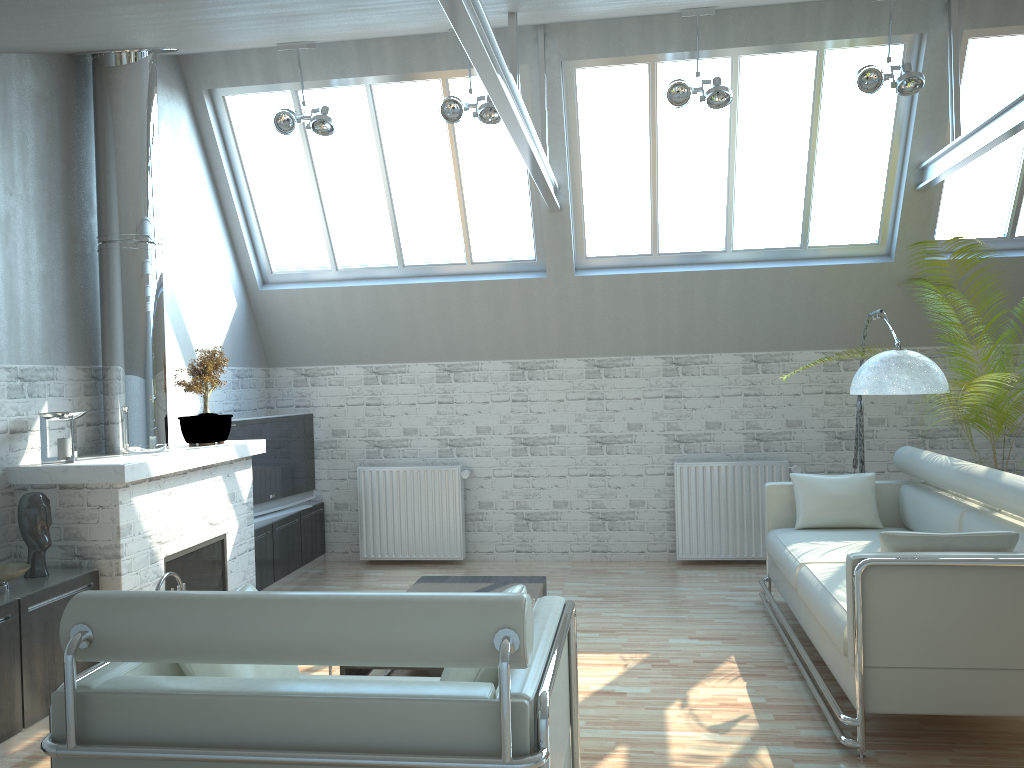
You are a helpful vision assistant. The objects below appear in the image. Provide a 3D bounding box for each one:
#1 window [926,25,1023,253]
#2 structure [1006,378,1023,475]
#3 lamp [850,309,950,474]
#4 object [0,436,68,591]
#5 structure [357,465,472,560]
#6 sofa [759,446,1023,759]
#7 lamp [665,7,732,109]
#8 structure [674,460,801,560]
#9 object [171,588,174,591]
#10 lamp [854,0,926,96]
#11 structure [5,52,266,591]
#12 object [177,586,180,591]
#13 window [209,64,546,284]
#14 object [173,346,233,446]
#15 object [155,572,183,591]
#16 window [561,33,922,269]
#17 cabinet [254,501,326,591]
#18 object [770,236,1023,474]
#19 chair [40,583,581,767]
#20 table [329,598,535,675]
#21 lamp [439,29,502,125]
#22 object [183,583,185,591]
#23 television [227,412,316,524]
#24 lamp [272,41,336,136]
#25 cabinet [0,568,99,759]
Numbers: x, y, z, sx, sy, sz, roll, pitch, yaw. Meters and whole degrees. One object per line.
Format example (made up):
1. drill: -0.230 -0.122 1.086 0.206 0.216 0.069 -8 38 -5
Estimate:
1. window: 8.165 -3.365 11.953 4.651 2.787 1.897 -2 1 8
2. structure: 9.747 1.273 9.918 5.366 2.781 6.483 -2 1 8
3. lamp: 4.752 0.931 11.592 1.015 3.709 4.621 -2 1 14
4. object: -2.310 1.753 8.090 4.859 2.558 1.528 -2 1 7
5. structure: -1.571 2.109 14.580 1.892 1.524 0.508 -2 1 8
6. sofa: 3.959 1.841 9.122 2.199 1.999 4.866 -2 1 8
7. lamp: 2.251 -3.979 10.765 0.808 1.172 0.618 -2 1 12
8. structure: 3.514 1.967 13.867 1.892 1.524 0.508 -2 1 8
9. object: -3.378 2.545 9.029 0.145 0.932 0.065 -2 1 -11
10. lamp: 4.458 -4.041 10.456 0.808 1.172 0.619 -2 1 12
11. structure: -4.197 -0.521 10.270 1.309 7.180 3.302 -2 1 8
12. object: -3.422 2.506 9.132 0.025 0.855 0.025 -1 1 30
13. window: -1.893 -3.084 13.362 4.651 2.787 1.897 -2 1 8
14. object: -3.900 0.131 11.088 0.572 1.265 1.115 -2 1 12
15. object: -3.513 2.494 9.098 0.412 1.124 0.584 -2 1 8
16. window: 3.137 -3.225 12.657 4.651 2.787 1.897 -2 1 8
17. cabinet: -3.830 2.520 13.452 0.908 1.016 3.234 -2 1 8
18. object: 5.444 0.588 10.833 3.777 4.386 5.015 -2 1 -17
19. chair: -0.930 2.018 5.169 2.507 2.001 2.201 -2 1 8
20. table: -0.689 2.529 8.192 1.726 0.867 1.015 -2 1 8
21. lamp: -0.546 -3.901 11.157 0.808 1.172 0.619 -2 1 12
22. object: -3.406 2.514 9.245 0.155 0.873 0.026 -2 1 9
23. television: -3.791 1.252 13.520 0.592 1.514 2.577 -2 1 18
24. lamp: -2.735 -3.840 11.464 0.808 1.172 0.619 -2 1 12
25. cabinet: -4.793 2.484 6.498 0.914 1.270 4.572 -2 1 8
